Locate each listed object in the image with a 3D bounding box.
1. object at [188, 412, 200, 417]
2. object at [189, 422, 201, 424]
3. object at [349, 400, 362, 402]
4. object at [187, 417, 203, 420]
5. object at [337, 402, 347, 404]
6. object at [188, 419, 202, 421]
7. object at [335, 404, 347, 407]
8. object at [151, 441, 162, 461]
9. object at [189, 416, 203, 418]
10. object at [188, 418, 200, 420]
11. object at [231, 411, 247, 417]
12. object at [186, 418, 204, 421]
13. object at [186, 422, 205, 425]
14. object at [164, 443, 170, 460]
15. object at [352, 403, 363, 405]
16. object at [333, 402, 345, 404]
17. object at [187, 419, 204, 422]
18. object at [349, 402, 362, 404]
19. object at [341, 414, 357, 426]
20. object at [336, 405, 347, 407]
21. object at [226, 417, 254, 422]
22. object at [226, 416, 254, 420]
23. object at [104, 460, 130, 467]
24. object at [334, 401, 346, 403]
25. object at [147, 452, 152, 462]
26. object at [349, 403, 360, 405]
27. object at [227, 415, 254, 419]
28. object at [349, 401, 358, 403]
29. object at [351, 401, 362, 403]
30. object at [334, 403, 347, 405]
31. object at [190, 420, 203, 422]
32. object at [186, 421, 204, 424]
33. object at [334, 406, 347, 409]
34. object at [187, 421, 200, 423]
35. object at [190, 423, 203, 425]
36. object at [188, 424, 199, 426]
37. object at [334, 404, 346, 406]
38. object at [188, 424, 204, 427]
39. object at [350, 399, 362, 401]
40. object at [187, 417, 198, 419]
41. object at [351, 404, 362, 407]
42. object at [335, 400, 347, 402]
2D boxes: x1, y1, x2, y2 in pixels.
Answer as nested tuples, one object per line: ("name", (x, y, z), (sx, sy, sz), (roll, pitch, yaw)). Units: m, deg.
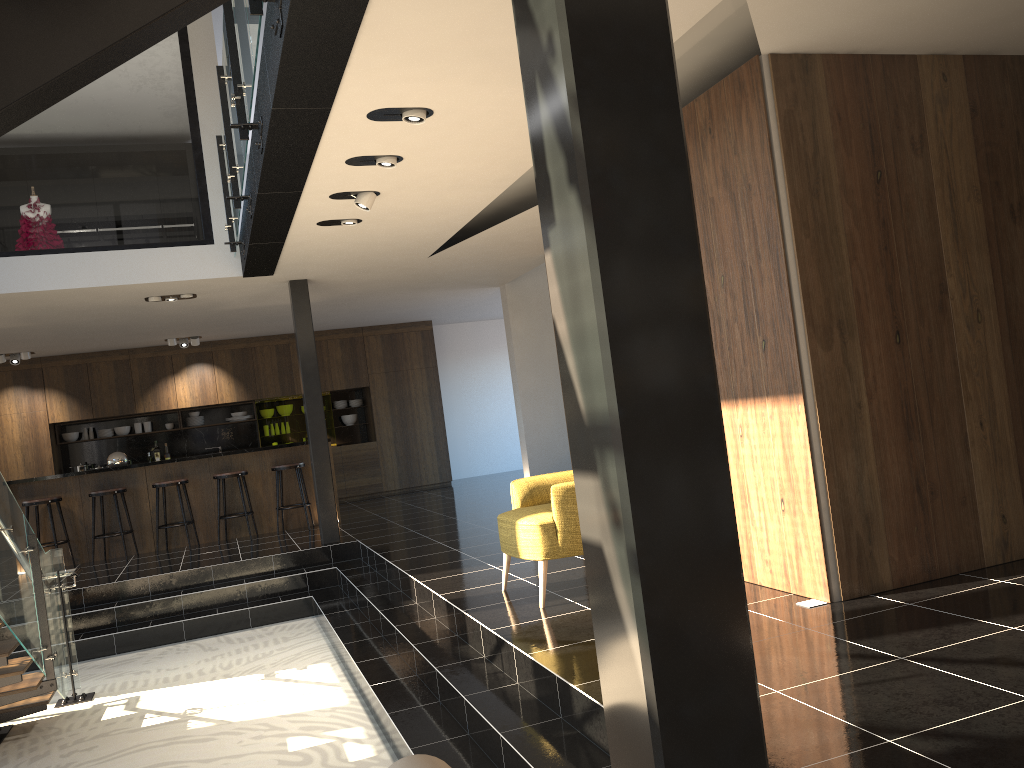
("object", (-4.961, 0.485, 13.845), (0.168, 0.087, 0.168), (-7, -1, 1))
("object", (-4.941, 0.618, 13.846), (0.269, 0.024, 0.269), (-8, -1, 19))
("object", (-2.568, 0.291, 14.575), (0.220, 0.033, 0.220), (-6, -2, -35))
("object", (-4.951, 0.544, 13.846), (0.269, 0.024, 0.269), (-8, -1, 19))
("object", (-2.806, 0.330, 14.494), (0.220, 0.033, 0.220), (-7, -1, -9))
("object", (-4.947, 0.571, 13.846), (0.269, 0.024, 0.269), (-8, -1, 19))
("object", (-2.801, 0.364, 14.493), (0.220, 0.033, 0.220), (-7, -1, -9))
("object", (-5.479, 1.100, 13.653), (0.133, 0.451, 0.116), (-7, -1, -19))
("object", (-4.953, 0.528, 13.846), (0.269, 0.024, 0.269), (-8, -1, 19))
("object", (-4.949, 0.555, 13.846), (0.269, 0.024, 0.269), (-8, -1, 19))
("object", (-4.302, 0.493, 13.996), (0.254, 0.088, 0.254), (-8, -1, 7))
("object", (-4.948, 0.564, 13.846), (0.269, 0.024, 0.269), (-8, -1, 19))
("object", (-4.940, 0.626, 13.845), (0.269, 0.024, 0.269), (-8, -1, 19))
("object", (-5.329, 1.110, 13.711), (0.077, 0.395, 0.077), (-8, -1, 23))
("object", (-2.561, 0.347, 14.575), (0.220, 0.033, 0.220), (-6, -2, -35))
("object", (-2.807, 0.321, 14.494), (0.220, 0.033, 0.220), (-7, -1, -9))
("object", (-4.946, 0.582, 13.846), (0.269, 0.024, 0.269), (-8, -1, 19))
("object", (-2.564, 0.324, 14.575), (0.220, 0.033, 0.220), (-6, -2, -35))
("object", (-2.660, 0.594, 14.539), (0.264, 0.170, 0.264), (-6, -2, -44))
("object", (-2.800, 0.376, 14.493), (0.220, 0.033, 0.220), (-7, -1, -9))
("object", (-4.290, 0.567, 13.995), (0.438, 0.039, 0.437), (-8, -1, 17))
("object", (-4.291, 0.555, 13.995), (0.438, 0.039, 0.437), (-8, -1, 17))
("object", (-5.829, 1.212, 13.093), (0.279, 0.218, 0.300), (-8, -1, 14))
("object", (-2.809, 0.308, 14.494), (0.220, 0.033, 0.220), (-7, -1, -9))
("object", (-5.561, 1.193, 13.616), (0.057, 0.287, 0.058), (-7, -1, -6))
("object", (-2.562, 0.335, 14.575), (0.220, 0.033, 0.220), (-6, -2, -35))
("object", (-4.293, 0.540, 13.995), (0.438, 0.039, 0.437), (-8, -1, 17))
("object", (-2.567, 0.301, 14.575), (0.220, 0.033, 0.220), (-6, -2, -35))
("object", (-2.565, 0.312, 14.575), (0.220, 0.033, 0.220), (-6, -2, -35))
("object", (-2.804, 0.341, 14.493), (0.220, 0.033, 0.220), (-7, -1, -9))
("object", (-4.945, 0.591, 13.846), (0.269, 0.024, 0.269), (-8, -1, 19))
("object", (-4.942, 0.610, 13.846), (0.269, 0.024, 0.269), (-8, -1, 19))
("object", (-2.798, 0.389, 14.493), (0.220, 0.033, 0.220), (-7, -1, -9))
("object", (-4.944, 0.599, 13.846), (0.269, 0.024, 0.269), (-8, -1, 19))
("object", (-4.939, 0.637, 13.845), (0.269, 0.024, 0.269), (-8, -1, 19))
("object", (-4.937, 0.646, 13.845), (0.269, 0.024, 0.269), (-8, -1, 19))
("object", (-2.803, 0.353, 14.493), (0.220, 0.033, 0.220), (-7, -1, -9))
("object", (-4.936, 0.653, 13.845), (0.269, 0.024, 0.269), (-8, -1, 19))
("object", (-2.570, 0.279, 14.576), (0.220, 0.033, 0.220), (-6, -2, -35))
("object", (-4.952, 0.537, 13.846), (0.269, 0.024, 0.269), (-8, -1, 19))
("object", (-2.559, 0.360, 14.575), (0.220, 0.033, 0.220), (-6, -2, -35))
("object", (-2.810, 0.296, 14.494), (0.220, 0.033, 0.220), (-7, -1, -9))
